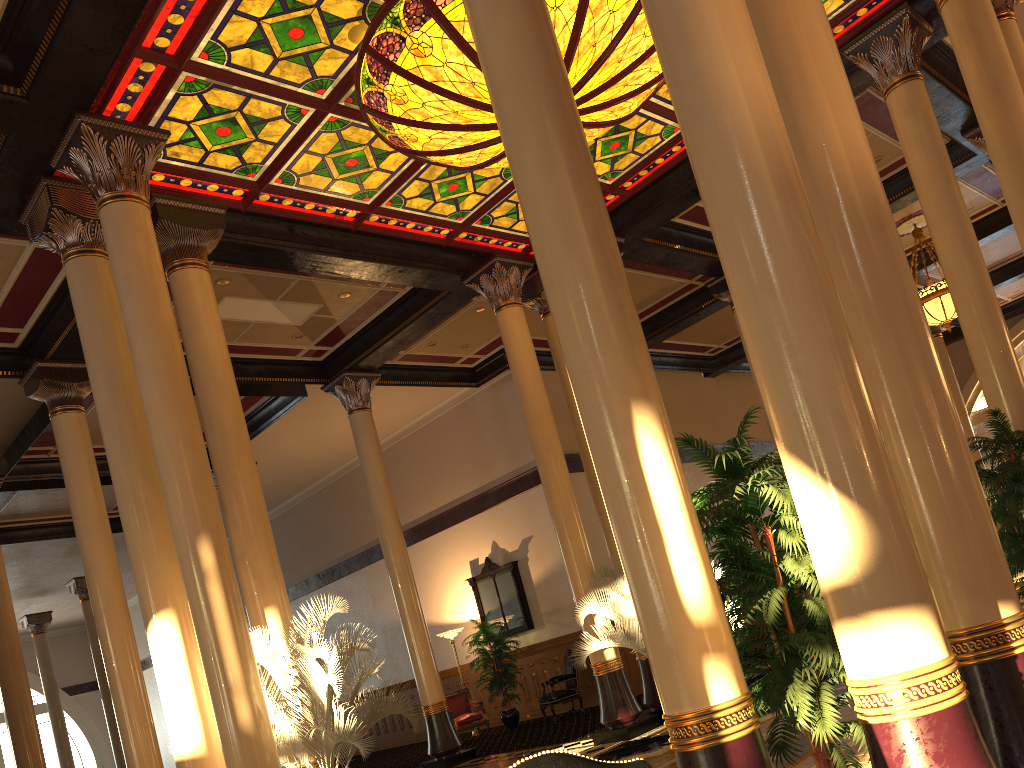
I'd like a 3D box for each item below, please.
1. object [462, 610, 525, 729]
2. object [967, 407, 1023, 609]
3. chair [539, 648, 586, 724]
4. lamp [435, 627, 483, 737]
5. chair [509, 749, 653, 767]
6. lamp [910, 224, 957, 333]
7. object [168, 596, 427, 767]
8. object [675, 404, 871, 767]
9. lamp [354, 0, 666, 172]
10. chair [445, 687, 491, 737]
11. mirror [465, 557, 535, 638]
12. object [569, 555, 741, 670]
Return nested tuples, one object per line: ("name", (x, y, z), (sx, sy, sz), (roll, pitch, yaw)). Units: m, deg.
("object", (-0.253, 5.116, 15.561), (1.076, 2.109, 1.061), (-16, -8, 1))
("object", (4.241, 1.228, 7.124), (1.029, 2.109, 1.110), (-21, -9, 31))
("chair", (0.779, 5.061, 14.570), (0.753, 1.077, 0.748), (-12, -10, -23))
("lamp", (-0.908, 5.590, 16.248), (0.579, 1.973, 0.592), (-16, -7, 3))
("chair", (0.292, 1.266, 1.683), (0.752, 1.077, 0.749), (-10, -11, -32))
("lamp", (6.836, -1.718, 14.130), (1.184, 1.869, 1.223), (-23, -11, 36))
("object", (-1.369, 2.787, 7.062), (2.042, 2.213, 1.869), (-22, -12, 30))
("object", (1.296, 1.138, 4.034), (1.076, 2.109, 1.061), (-16, -8, 1))
("lamp", (0.214, -2.510, 7.414), (2.995, 0.588, 3.090), (-29, -21, 38))
("chair", (-0.858, 5.880, 15.381), (0.694, 0.902, 0.650), (-11, -11, -27))
("mirror", (-0.263, 3.989, 16.321), (0.204, 1.522, 1.385), (-10, -12, -47))
("object", (1.874, 2.716, 9.952), (2.123, 2.228, 1.825), (-6, -15, -44))
